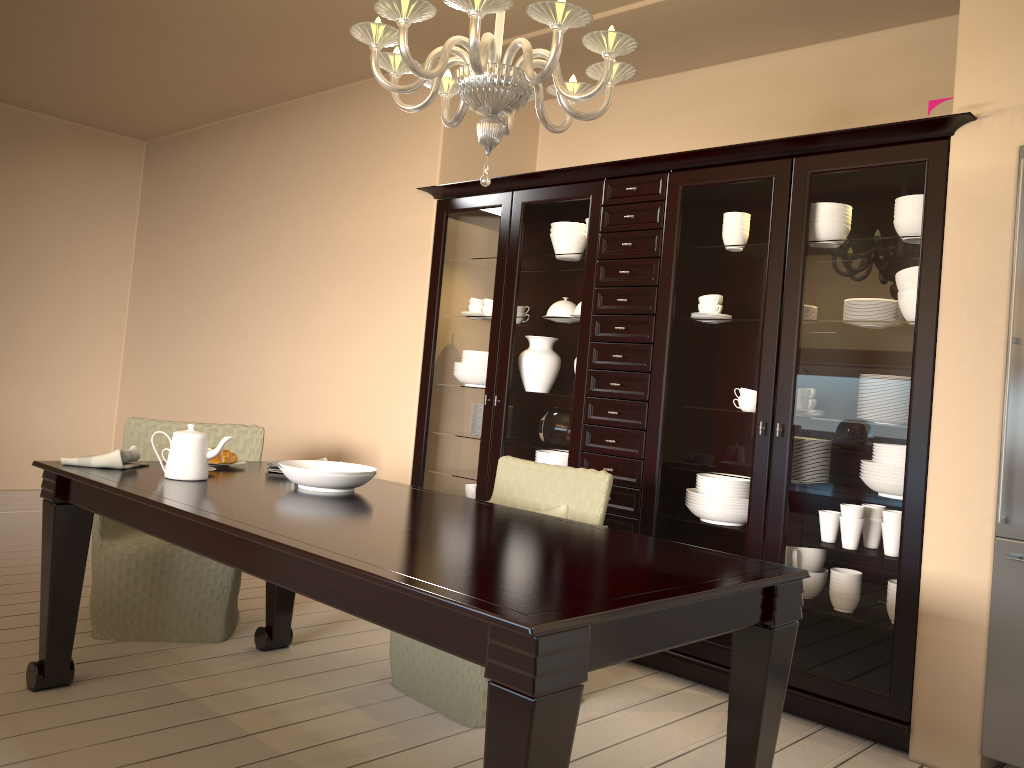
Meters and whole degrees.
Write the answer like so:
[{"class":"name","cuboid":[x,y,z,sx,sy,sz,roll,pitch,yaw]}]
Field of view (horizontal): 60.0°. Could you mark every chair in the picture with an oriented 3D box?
[{"class":"chair","cuboid":[-1.262,0.549,3.339,0.563,0.802,0.561,5,-2,-11]},{"class":"chair","cuboid":[-0.062,0.653,2.895,0.560,0.802,0.564,7,-2,-41]}]

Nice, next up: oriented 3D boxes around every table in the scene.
[{"class":"table","cuboid":[-0.413,0.642,2.264,1.993,0.654,0.916,5,-1,43]}]

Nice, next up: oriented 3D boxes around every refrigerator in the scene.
[{"class":"refrigerator","cuboid":[2.006,0.232,2.374,1.104,1.737,0.739,3,-3,43]}]

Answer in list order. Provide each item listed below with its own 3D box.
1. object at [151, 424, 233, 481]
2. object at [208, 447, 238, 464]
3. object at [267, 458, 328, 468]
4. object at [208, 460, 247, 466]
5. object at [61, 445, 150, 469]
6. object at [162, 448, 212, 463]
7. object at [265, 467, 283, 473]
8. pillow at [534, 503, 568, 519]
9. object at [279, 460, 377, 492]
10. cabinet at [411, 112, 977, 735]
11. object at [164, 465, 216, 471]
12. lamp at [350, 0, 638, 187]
[{"class":"object","cuboid":[-0.920,0.193,2.539,0.197,0.156,0.118,6,-2,-41]},{"class":"object","cuboid":[-0.981,0.237,2.941,0.138,0.051,0.062,5,-1,-28]},{"class":"object","cuboid":[-0.656,0.274,2.891,0.165,0.051,0.232,5,-1,43]},{"class":"object","cuboid":[-0.979,0.260,2.929,0.194,0.014,0.194,5,0,19]},{"class":"object","cuboid":[-1.226,0.212,2.671,0.197,0.063,0.204,5,-1,5]},{"class":"object","cuboid":[-0.979,0.230,2.689,0.116,0.070,0.124,4,-1,36]},{"class":"object","cuboid":[-0.673,0.287,2.923,0.232,0.027,0.164,5,0,8]},{"class":"pillow","cuboid":[0.036,0.531,2.962,0.440,0.295,0.191,4,-2,42]},{"class":"object","cuboid":[-0.538,0.272,2.586,0.282,0.066,0.281,5,-1,37]},{"class":"cabinet","cuboid":[0.661,0.072,3.728,2.492,1.843,0.886,4,-2,43]},{"class":"object","cuboid":[-0.979,0.260,2.691,0.154,0.012,0.153,5,0,4]},{"class":"lamp","cuboid":[-0.015,-1.034,2.147,0.674,1.129,0.701,6,-2,-29]}]
